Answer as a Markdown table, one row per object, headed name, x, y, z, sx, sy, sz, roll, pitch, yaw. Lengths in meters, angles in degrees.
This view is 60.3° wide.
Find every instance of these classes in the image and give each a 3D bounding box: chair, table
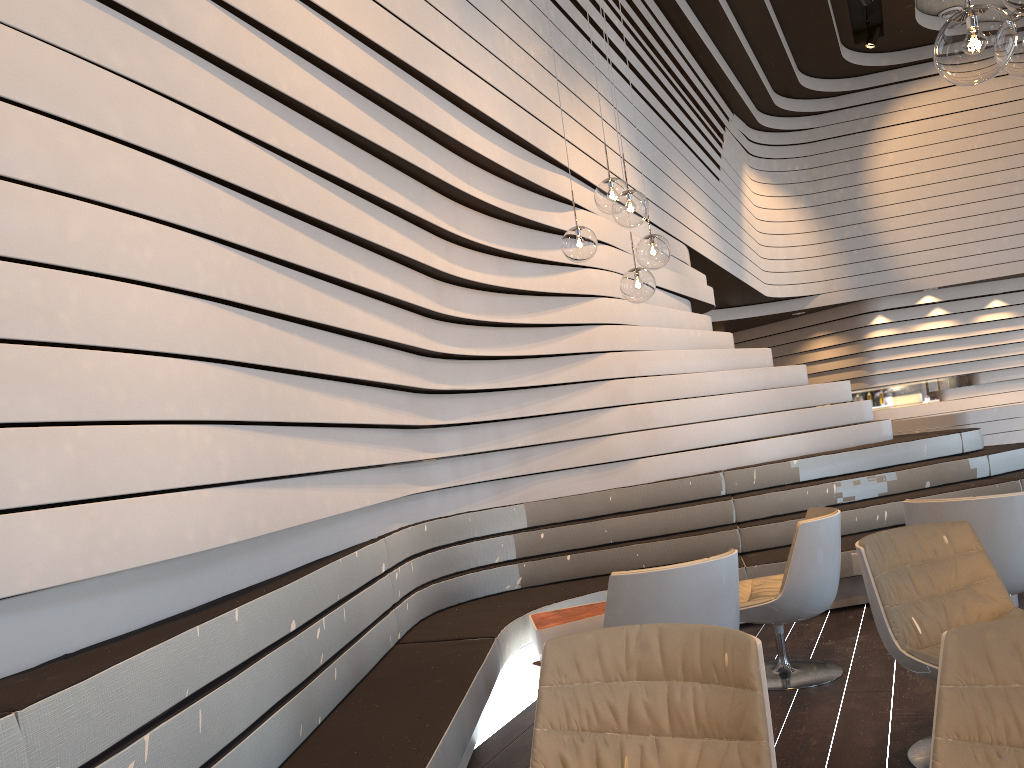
| name | x | y | z | sx | sy | sz | roll | pitch | yaw |
| --- | --- | --- | --- | --- | --- | --- | --- | --- | --- |
| chair | 1.572 | 0.872 | 2.942 | 0.650 | 0.767 | 0.718 | -8 | -1 | -25 |
| table | 2.474 | 1.105 | 5.013 | 0.905 | 0.371 | 0.414 | -8 | -2 | -2 |
| table | 0.454 | 1.362 | 4.650 | 0.896 | 0.371 | 0.418 | -6 | -2 | -27 |
| chair | 2.244 | 0.873 | 4.171 | 0.665 | 0.767 | 0.701 | -9 | -1 | 41 |
| chair | 0.581 | 1.053 | 3.477 | 0.651 | 0.767 | 0.717 | -8 | -1 | -21 |
| chair | 1.250 | 1.018 | 4.240 | 0.717 | 0.767 | 0.650 | -9 | -1 | 24 |
| chair | 0.988 | 0.840 | 1.474 | 0.701 | 0.767 | 0.665 | -7 | -1 | -45 |
| chair | 0.261 | 0.977 | 1.916 | 0.664 | 0.767 | 0.702 | -9 | -1 | 32 |

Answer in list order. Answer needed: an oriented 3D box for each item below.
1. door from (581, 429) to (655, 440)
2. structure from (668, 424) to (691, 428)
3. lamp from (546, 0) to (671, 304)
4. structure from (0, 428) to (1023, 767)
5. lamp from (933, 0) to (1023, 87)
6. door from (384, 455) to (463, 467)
| name | x | y | z | sx | sy | sz | roll | pitch | yaw |
| --- | --- | --- | --- | --- | --- | --- | --- | --- | --- |
| door | 2.158 | 0.950 | 17.502 | 1.792 | 2.706 | 0.078 | -8 | 1 | 30 |
| structure | 3.111 | 0.881 | 16.428 | 0.017 | 0.470 | 0.812 | -9 | -1 | -40 |
| lamp | 0.225 | -2.718 | 4.037 | 0.529 | 4.722 | 0.334 | -8 | 2 | -13 |
| structure | -0.346 | 0.907 | 0.965 | 5.826 | 0.928 | 18.073 | -10 | -5 | 21 |
| lamp | 0.804 | -3.049 | 1.922 | 0.313 | 4.749 | 0.653 | -7 | 2 | 33 |
| door | -0.707 | 0.910 | 7.926 | 0.980 | 2.109 | 0.161 | -8 | 2 | 25 |
